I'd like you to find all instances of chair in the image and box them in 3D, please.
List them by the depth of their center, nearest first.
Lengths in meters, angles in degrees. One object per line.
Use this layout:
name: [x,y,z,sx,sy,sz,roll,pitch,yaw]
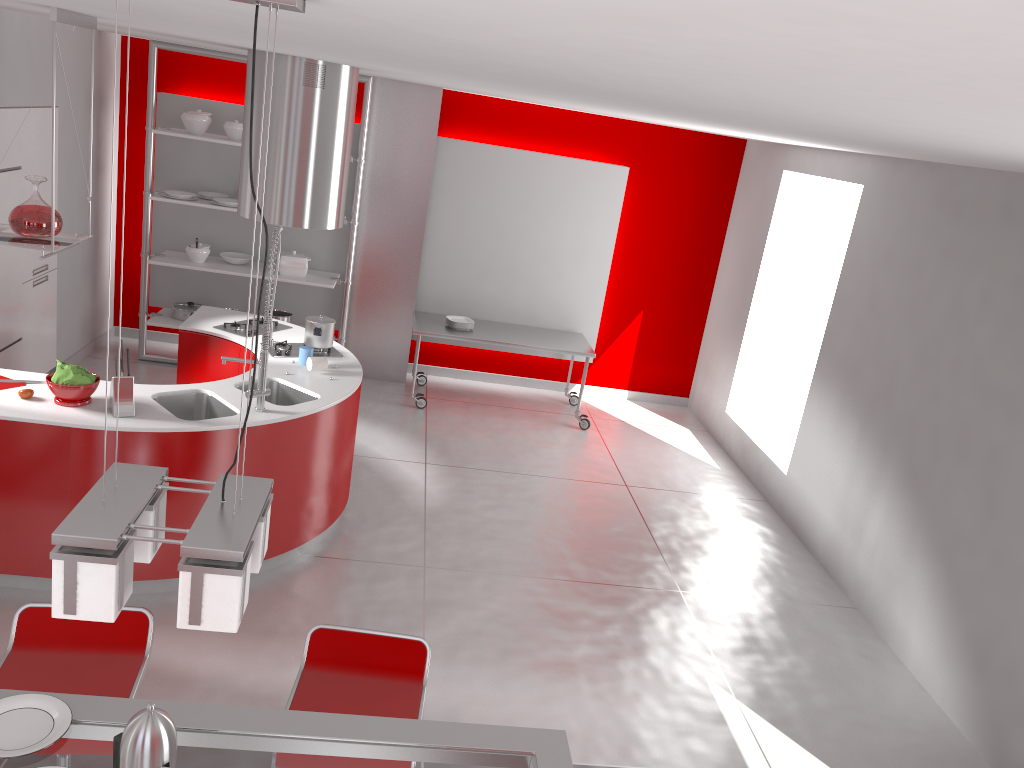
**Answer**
chair: [-1.337,1.143,2.657,0.418,0.857,0.460,6,17,-12]
chair: [-0.514,1.247,2.760,0.418,0.857,0.460,8,17,-3]

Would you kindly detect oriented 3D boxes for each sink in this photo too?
sink: [-1.585,0.199,4.426,0.326,0.172,0.428,-8,24,-44]
sink: [-1.277,0.137,4.797,0.428,0.172,0.326,19,19,30]

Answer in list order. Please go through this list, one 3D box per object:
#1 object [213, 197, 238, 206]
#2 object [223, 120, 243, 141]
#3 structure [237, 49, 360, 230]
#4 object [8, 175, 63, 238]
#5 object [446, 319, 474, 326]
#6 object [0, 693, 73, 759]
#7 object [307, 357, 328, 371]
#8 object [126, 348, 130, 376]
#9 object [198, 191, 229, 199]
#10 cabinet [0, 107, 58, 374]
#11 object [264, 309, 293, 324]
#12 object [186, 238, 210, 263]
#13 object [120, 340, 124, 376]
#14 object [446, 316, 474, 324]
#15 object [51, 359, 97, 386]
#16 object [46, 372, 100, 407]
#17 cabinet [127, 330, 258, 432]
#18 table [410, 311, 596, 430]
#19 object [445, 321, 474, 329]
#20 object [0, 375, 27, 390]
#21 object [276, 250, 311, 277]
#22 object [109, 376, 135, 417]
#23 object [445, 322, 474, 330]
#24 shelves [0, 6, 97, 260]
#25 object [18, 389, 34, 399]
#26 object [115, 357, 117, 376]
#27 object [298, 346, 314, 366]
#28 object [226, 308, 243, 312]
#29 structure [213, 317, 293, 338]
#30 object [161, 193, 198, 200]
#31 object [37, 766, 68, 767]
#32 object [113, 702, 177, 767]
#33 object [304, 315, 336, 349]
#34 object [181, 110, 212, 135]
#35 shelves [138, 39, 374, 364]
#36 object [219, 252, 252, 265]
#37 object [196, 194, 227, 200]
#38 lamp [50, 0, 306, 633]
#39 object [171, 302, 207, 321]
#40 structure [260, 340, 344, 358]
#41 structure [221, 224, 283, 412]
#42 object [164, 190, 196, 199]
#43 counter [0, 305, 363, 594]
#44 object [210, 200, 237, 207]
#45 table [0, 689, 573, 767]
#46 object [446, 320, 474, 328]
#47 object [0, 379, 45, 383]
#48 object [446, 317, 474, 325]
object: [-2.288,-1.462,7.153,0.244,0.042,0.244,2,18,-22]
object: [-2.205,-2.025,7.077,0.192,0.153,0.192,11,17,5]
structure: [-1.301,-1.472,5.382,0.644,0.958,0.644,-5,22,-39]
object: [-2.118,-0.787,3.946,0.213,0.266,0.213,15,18,19]
object: [-0.448,-0.526,7.608,0.228,0.020,0.228,1,18,-25]
object: [-1.108,0.770,1.992,0.217,0.015,0.217,18,19,27]
object: [-1.135,-0.121,5.144,0.100,0.080,0.109,-3,21,-36]
object: [-1.789,-0.019,4.138,0.012,0.279,0.130,-3,21,-35]
object: [-2.476,-1.554,7.355,0.244,0.042,0.244,5,17,-15]
cabinet: [-3.577,-0.684,5.422,0.614,2.026,2.398,7,17,-7]
object: [-2.002,-0.527,7.570,0.240,0.161,0.259,2,18,-24]
object: [-2.584,-1.109,7.301,0.192,0.214,0.192,3,18,-20]
object: [-1.814,-0.036,4.125,0.014,0.322,0.150,-3,21,-35]
object: [-0.445,-0.545,7.602,0.228,0.020,0.228,1,18,-25]
object: [-2.042,-0.023,4.151,0.198,0.182,0.193,9,17,-2]
object: [-2.061,0.027,4.164,0.229,0.118,0.228,-3,20,-35]
cabinet: [-2.277,0.265,4.888,1.025,0.761,1.875,22,21,36]
table: [-0.105,-0.128,7.812,1.627,0.682,0.749,7,17,-6]
object: [-0.451,-0.507,7.614,0.228,0.020,0.228,1,18,-25]
object: [-2.491,-0.011,4.250,0.266,0.006,0.168,15,18,18]
object: [-1.841,-1.023,7.457,0.282,0.197,0.235,4,17,-17]
object: [-1.812,0.045,4.125,0.091,0.178,0.137,-2,20,-33]
object: [-0.453,-0.497,7.617,0.228,0.020,0.228,1,18,-25]
shelves: [-2.350,-1.127,3.796,0.934,1.023,0.462,7,17,-7]
object: [-2.260,0.042,4.125,0.064,0.048,0.063,0,19,-28]
object: [-1.834,-0.020,4.107,0.009,0.197,0.091,-3,21,-35]
object: [-1.220,-0.170,5.230,0.080,0.100,0.109,-2,20,-33]
object: [-2.383,-0.560,7.538,0.196,0.122,0.182,23,21,38]
structure: [-1.706,-0.389,5.865,0.303,0.037,0.457,16,18,21]
object: [-2.666,-1.500,7.120,0.280,0.015,0.280,18,19,28]
object: [-0.960,0.855,1.793,0.217,0.015,0.217,19,19,28]
object: [-0.742,0.755,1.768,0.149,0.287,0.113,9,17,0]
object: [-1.206,-0.332,5.562,0.189,0.185,0.218,-7,23,-43]
object: [-2.504,-2.079,7.031,0.231,0.191,0.231,20,20,31]
shelves: [-2.154,-1.334,7.337,1.735,2.599,0.535,7,17,-7]
object: [-2.333,-1.052,7.498,0.272,0.072,0.272,-6,23,-42]
object: [-2.479,-1.541,7.359,0.280,0.015,0.280,18,19,28]
lamp: [-0.548,-0.125,1.480,0.304,1.025,0.304,7,17,-7]
object: [-2.746,-0.618,7.518,0.308,0.130,0.407,9,17,0]
structure: [-1.310,-0.227,5.545,0.457,0.037,0.303,-1,20,-31]
structure: [-1.238,-0.322,4.359,0.178,0.920,0.308,21,20,34]
object: [-2.664,-1.513,7.117,0.244,0.042,0.244,2,18,-22]
counter: [-2.013,0.341,4.892,1.868,0.880,2.865,17,18,25]
object: [-2.290,-1.449,7.157,0.280,0.015,0.280,16,18,21]
table: [-0.741,1.383,1.942,1.700,1.000,0.800,7,17,-7]
object: [-0.450,-0.517,7.611,0.228,0.020,0.228,1,18,-25]
object: [-2.439,-0.016,4.272,0.375,0.008,0.041,0,19,-30]
object: [-0.447,-0.536,7.605,0.228,0.020,0.228,1,18,-25]
